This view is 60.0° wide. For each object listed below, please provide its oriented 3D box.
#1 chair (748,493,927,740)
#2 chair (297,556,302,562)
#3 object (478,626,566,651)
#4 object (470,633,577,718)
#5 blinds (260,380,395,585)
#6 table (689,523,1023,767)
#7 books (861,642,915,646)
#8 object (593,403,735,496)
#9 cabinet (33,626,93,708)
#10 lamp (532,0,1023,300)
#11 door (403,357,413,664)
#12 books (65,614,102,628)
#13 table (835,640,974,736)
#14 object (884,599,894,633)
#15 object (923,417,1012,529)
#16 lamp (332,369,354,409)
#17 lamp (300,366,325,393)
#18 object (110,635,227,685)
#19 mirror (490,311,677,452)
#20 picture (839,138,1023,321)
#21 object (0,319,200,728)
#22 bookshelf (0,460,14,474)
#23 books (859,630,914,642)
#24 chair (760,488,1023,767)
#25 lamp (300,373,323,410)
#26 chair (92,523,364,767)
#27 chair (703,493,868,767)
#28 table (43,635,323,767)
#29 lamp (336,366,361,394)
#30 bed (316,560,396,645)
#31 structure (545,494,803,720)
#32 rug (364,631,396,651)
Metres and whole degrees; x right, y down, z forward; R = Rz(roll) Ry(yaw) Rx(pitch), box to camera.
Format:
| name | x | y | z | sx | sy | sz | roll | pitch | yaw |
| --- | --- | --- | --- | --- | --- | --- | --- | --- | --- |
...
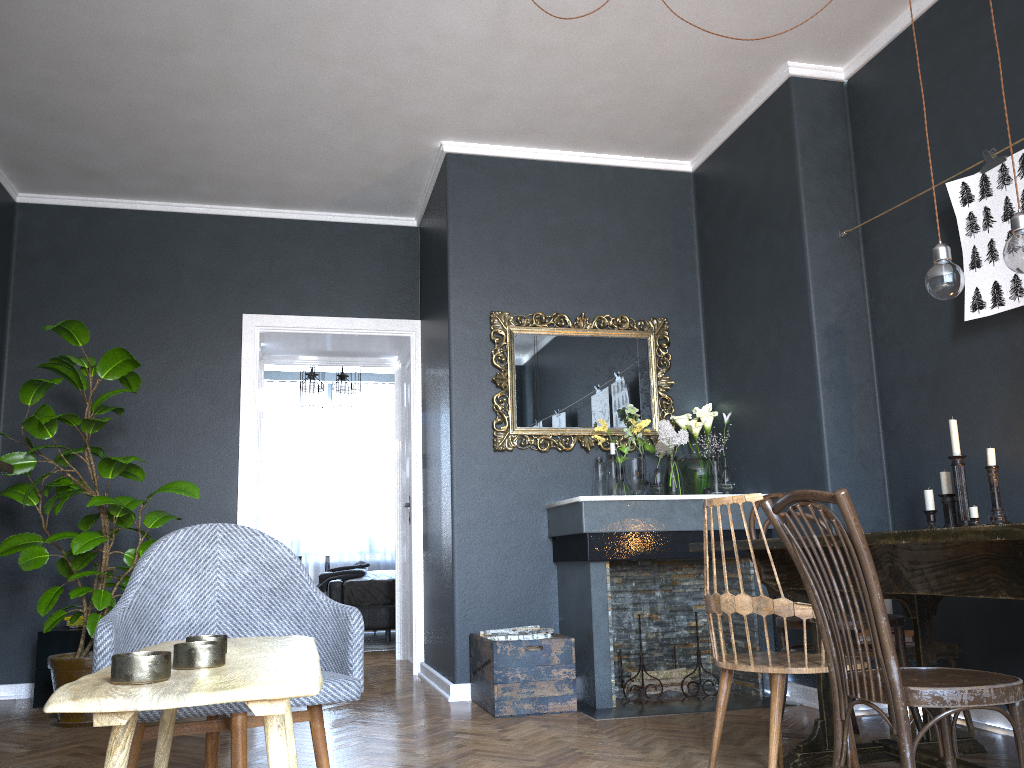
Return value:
| name | x | y | z | sx | sy | sz | roll | pitch | yaw |
| --- | --- | --- | --- | --- | --- | --- | --- | --- | --- |
| chair | 1.163 | 0.837 | 3.237 | 0.438 | 0.918 | 0.551 | 0 | -11 | -11 |
| chair | -2.440 | 2.234 | 9.414 | 0.436 | 0.796 | 0.594 | 1 | -11 | -14 |
| object | 0.043 | 1.296 | 4.258 | 0.370 | 0.246 | 0.534 | 1 | -11 | -13 |
| object | 0.041 | 1.371 | 4.242 | 0.383 | 0.325 | 0.554 | 1 | -11 | -14 |
| blinds | -2.025 | 1.345 | 10.118 | 3.993 | 2.781 | 0.313 | 1 | -11 | -14 |
| table | 1.363 | 0.767 | 2.416 | 1.126 | 0.725 | 1.609 | 1 | -11 | -14 |
| books | 1.539 | 1.035 | 3.582 | 0.219 | 0.013 | 0.273 | -9 | -13 | 32 |
| object | 0.813 | 0.344 | 4.713 | 0.727 | 0.545 | 0.475 | 0 | -11 | -11 |
| cabinet | -2.199 | 1.531 | 4.870 | 0.650 | 0.389 | 0.457 | 1 | -11 | -14 |
| lamp | 0.695 | -1.023 | 2.786 | 1.591 | 1.570 | 0.584 | -5 | -11 | 17 |
| door | -0.651 | 0.837 | 6.208 | 0.162 | 2.180 | 0.859 | 1 | -11 | -14 |
| books | -2.351 | 1.312 | 4.908 | 0.215 | 0.065 | 0.162 | 2 | -12 | -18 |
| table | 1.545 | 1.194 | 3.536 | 0.364 | 0.317 | 0.370 | 1 | -11 | -14 |
| object | 1.523 | 0.918 | 3.591 | 0.074 | 0.173 | 0.075 | -8 | -12 | 31 |
| object | 1.568 | 0.322 | 3.124 | 0.223 | 0.418 | 0.369 | 1 | -11 | -13 |
| lamp | -1.726 | -0.125 | 9.043 | 0.210 | 0.745 | 0.210 | -2 | -10 | 0 |
| lamp | -1.868 | -0.290 | 8.308 | 0.210 | 0.712 | 0.210 | -2 | -10 | 0 |
| object | -0.462 | 0.389 | 1.273 | 0.103 | 0.033 | 0.370 | -1 | -11 | -3 |
| mirror | 0.401 | -0.013 | 4.897 | 1.057 | 0.782 | 0.067 | 1 | -11 | -14 |
| picture | 2.085 | -0.786 | 1.990 | 0.058 | 0.769 | 4.470 | 1 | -12 | -14 |
| object | -2.112 | 0.655 | 4.301 | 1.118 | 1.893 | 0.766 | 2 | -11 | -20 |
| bookshelf | -2.224 | 0.748 | 2.927 | 0.451 | 1.169 | 1.924 | 1 | -11 | -14 |
| books | 1.521 | 1.017 | 3.582 | 0.207 | 0.024 | 0.263 | -8 | -13 | 28 |
| chair | 0.868 | 0.643 | 1.961 | 0.467 | 0.817 | 0.364 | 1 | -11 | -14 |
| lamp | -1.955 | -0.164 | 8.671 | 0.210 | 0.802 | 0.210 | -2 | -10 | 0 |
| chair | -0.736 | 0.752 | 2.256 | 0.645 | 0.809 | 0.496 | 6 | -13 | -35 |
| chair | 0.767 | 0.759 | 2.600 | 0.384 | 0.854 | 0.457 | 4 | -12 | -28 |
| table | -0.459 | 0.700 | 1.356 | 0.339 | 0.548 | 0.790 | 1 | -11 | -14 |
| lamp | -1.491 | -0.309 | 8.100 | 0.210 | 0.767 | 0.210 | -2 | -10 | 0 |
| bed | -0.669 | 1.798 | 8.402 | 2.375 | 1.158 | 2.272 | 1 | -11 | -14 |
| structure | 0.762 | 1.059 | 4.395 | 1.065 | 0.978 | 0.836 | 1 | -11 | -14 |
| rug | -1.144 | 2.350 | 8.145 | 1.458 | 0.013 | 2.051 | 1 | -12 | -14 |
